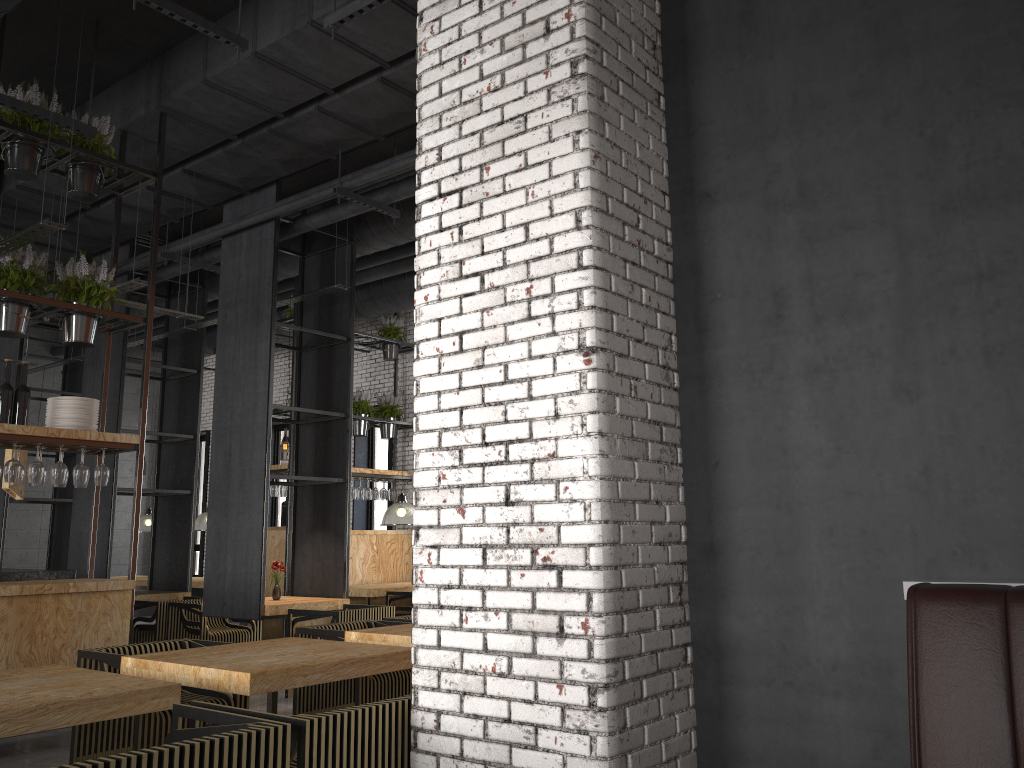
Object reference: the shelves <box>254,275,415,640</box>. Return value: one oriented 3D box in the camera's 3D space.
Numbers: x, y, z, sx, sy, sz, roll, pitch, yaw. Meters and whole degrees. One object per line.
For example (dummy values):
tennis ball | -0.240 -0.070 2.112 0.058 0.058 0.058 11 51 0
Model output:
shelves | -2.190 0.840 11.718 0.689 5.038 2.327 -9 -14 37

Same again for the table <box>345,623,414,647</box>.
table | -0.283 1.845 5.258 0.998 0.766 0.994 -9 -13 37

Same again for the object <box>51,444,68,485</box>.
object | -3.026 0.536 5.932 0.101 0.268 0.100 -1 -11 1

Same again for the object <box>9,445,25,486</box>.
object | -3.342 0.550 5.991 0.101 0.268 0.100 -1 -11 1

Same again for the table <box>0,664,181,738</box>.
table | -1.947 1.503 3.197 0.998 0.766 0.994 -9 -13 37

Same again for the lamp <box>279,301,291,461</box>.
lamp | -2.174 -0.060 8.598 0.108 1.605 0.108 -3 -11 10

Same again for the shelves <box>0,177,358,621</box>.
shelves | -4.229 0.273 10.139 6.138 4.383 1.001 -9 -14 37

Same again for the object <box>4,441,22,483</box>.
object | -3.208 0.498 5.704 0.101 0.268 0.100 -1 -11 1

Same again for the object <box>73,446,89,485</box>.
object | -2.935 0.554 6.046 0.101 0.268 0.100 -1 -11 1

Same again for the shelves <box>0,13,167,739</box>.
shelves | -3.950 -0.299 5.128 0.689 5.038 3.651 -9 -14 37

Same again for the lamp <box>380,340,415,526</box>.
lamp | -1.397 0.584 11.328 0.536 2.415 0.534 2 -11 -16

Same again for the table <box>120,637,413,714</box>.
table | -1.143 1.671 4.206 0.998 0.766 0.994 -9 -13 37

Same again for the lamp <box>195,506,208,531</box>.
lamp | -4.587 1.033 13.636 0.536 2.415 0.534 2 -11 -16

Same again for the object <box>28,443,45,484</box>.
object | -3.117 0.517 5.818 0.101 0.268 0.100 -1 -11 1

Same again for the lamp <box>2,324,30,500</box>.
lamp | -4.211 0.212 7.599 0.127 1.553 0.127 -9 -14 37

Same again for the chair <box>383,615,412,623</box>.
chair | -0.495 2.090 6.535 0.637 0.733 0.655 -9 -13 36

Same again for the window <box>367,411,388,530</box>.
window | -2.009 1.721 13.666 0.747 2.709 0.364 -9 -14 37

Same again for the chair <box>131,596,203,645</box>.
chair | -3.512 2.583 9.106 0.637 0.733 0.655 -9 -14 39

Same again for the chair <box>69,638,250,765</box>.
chair | -1.889 1.800 4.786 0.637 0.733 0.655 -9 -13 36

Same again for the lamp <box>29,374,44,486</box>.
lamp | -6.253 0.544 11.724 0.108 1.605 0.108 3 -12 -20

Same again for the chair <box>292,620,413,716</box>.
chair | -0.987 1.984 5.896 0.637 0.733 0.655 -9 -13 37

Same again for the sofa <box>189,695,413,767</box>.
sofa | -0.342 1.573 3.613 0.639 0.733 1.801 -9 -13 37

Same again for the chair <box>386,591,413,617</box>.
chair | -0.983 2.721 10.079 0.637 0.733 0.655 -9 -13 38

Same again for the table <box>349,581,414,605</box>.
table | -1.313 2.863 10.958 0.998 0.766 2.111 -9 -13 37

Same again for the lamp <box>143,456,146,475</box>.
lamp | -4.194 0.239 10.146 0.108 1.605 0.108 0 -11 -5

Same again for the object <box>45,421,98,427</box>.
object | -3.082 0.300 6.207 0.334 0.037 0.333 -1 -10 4

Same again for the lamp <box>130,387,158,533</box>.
lamp | -5.946 1.235 14.676 0.536 2.415 0.534 1 -11 -10

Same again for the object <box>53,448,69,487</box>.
object | -3.161 0.588 6.219 0.101 0.268 0.100 -1 -11 1

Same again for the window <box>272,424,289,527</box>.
window | -3.899 2.001 15.114 0.747 2.709 0.364 -9 -14 37

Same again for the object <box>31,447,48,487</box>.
object | -3.252 0.569 6.105 0.101 0.268 0.100 -1 -11 1

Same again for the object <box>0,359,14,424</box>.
object | -3.366 0.069 5.888 0.098 0.473 0.097 -1 -11 0

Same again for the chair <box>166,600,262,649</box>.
chair | -2.904 2.493 8.639 0.637 0.733 0.655 -10 -14 40

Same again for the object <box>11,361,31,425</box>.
object | -3.299 0.082 5.971 0.098 0.473 0.097 -1 -11 0

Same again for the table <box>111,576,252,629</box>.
table | -5.149 3.383 13.618 4.129 0.766 0.998 -8 -13 37

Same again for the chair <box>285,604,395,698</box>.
chair | -1.462 2.286 7.572 0.637 0.733 0.655 -9 -13 36

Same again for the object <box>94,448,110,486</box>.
object | -2.845 0.573 6.160 0.101 0.268 0.100 -1 -11 1

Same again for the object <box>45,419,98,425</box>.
object | -3.083 0.280 6.210 0.335 0.040 0.333 -1 -10 2

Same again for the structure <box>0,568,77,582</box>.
structure | -7.151 1.922 7.259 5.867 1.539 4.301 -9 -13 37

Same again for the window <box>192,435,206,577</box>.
window | -5.801 2.283 16.572 0.747 2.709 0.364 -9 -14 37

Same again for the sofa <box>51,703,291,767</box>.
sofa | -1.486 1.335 2.176 0.639 0.733 1.801 -9 -13 37

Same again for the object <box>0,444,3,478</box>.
object | -3.433 0.531 5.877 0.101 0.268 0.100 -1 -11 1

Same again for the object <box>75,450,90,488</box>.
object | -3.070 0.607 6.333 0.101 0.268 0.100 -1 -11 1
